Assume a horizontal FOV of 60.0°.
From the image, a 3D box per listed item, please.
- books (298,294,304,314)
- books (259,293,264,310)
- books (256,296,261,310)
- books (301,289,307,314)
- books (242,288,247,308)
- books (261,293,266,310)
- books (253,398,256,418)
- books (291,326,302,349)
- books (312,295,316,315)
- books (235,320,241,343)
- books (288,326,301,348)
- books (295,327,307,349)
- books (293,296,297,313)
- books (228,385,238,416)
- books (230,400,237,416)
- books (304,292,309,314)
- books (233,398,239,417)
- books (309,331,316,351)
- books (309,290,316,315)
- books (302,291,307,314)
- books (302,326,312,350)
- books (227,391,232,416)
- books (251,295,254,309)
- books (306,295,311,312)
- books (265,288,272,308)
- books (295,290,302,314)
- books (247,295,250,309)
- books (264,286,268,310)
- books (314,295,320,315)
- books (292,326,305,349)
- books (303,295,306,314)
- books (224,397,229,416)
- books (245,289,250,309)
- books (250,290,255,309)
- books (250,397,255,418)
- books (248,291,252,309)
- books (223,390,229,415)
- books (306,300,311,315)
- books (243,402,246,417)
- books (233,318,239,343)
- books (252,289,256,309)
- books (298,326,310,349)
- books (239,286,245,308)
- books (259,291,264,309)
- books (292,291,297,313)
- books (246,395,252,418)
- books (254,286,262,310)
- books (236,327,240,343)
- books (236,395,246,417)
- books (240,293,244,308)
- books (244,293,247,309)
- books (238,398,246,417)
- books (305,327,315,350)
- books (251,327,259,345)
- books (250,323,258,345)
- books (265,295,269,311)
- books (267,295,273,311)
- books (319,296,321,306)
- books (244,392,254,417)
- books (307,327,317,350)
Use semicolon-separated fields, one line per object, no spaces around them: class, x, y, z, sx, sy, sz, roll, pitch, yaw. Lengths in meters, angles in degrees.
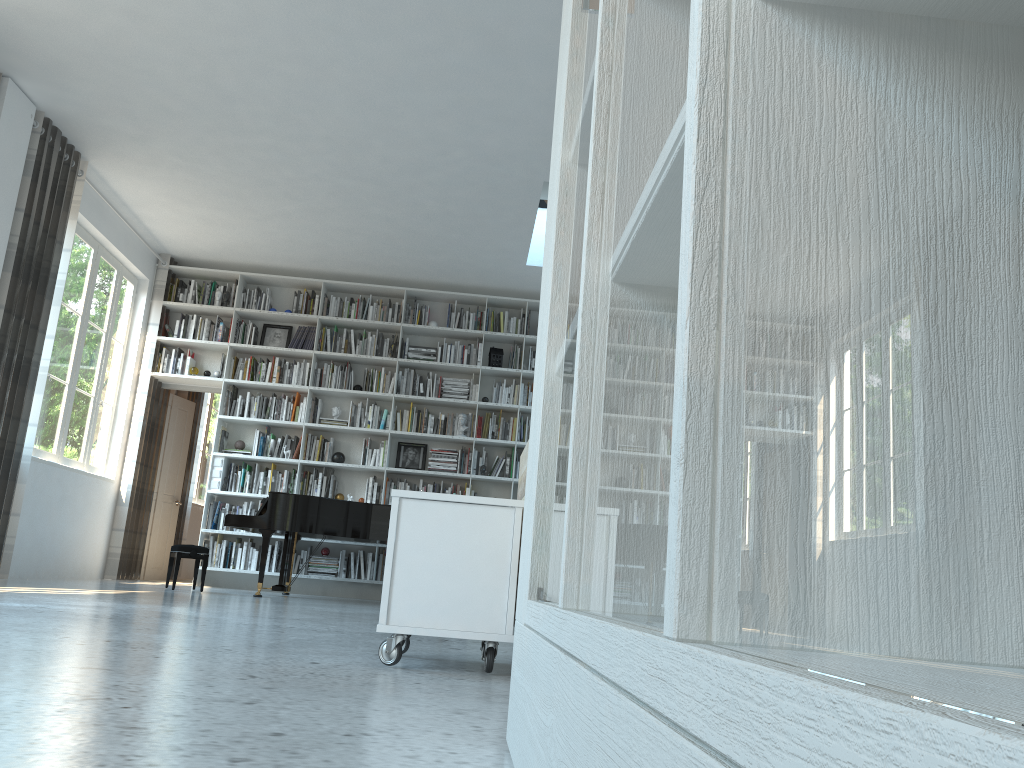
books;-2.176;-0.788;9.163;0.028;0.248;0.156;5;-12;-2
books;-2.569;-0.809;9.146;0.013;0.219;0.181;5;-12;-2
books;-2.603;-0.793;9.145;0.026;0.182;0.162;5;-12;-2
books;-2.154;-0.815;9.197;0.014;0.320;0.137;5;-12;-2
books;-2.758;-0.843;9.154;0.007;0.258;0.157;5;-12;-2
books;-2.552;-0.806;9.139;0.021;0.213;0.173;5;-12;-2
books;-2.574;0.265;8.923;0.014;0.229;0.148;5;-12;-2
books;-2.202;-0.439;9.109;0.110;0.279;0.174;5;-12;-2
books;-2.040;-0.777;9.187;0.022;0.260;0.152;5;-12;-2
books;-2.794;-0.502;9.071;0.006;0.286;0.148;5;-12;-2
books;-2.224;-0.443;9.099;0.110;0.279;0.174;5;-12;-2
books;-2.157;-0.435;9.110;0.110;0.279;0.174;5;-12;-2
books;-2.230;-0.777;9.164;0.028;0.218;0.153;5;-12;-2
books;-2.799;0.190;8.908;0.012;0.333;0.185;5;-12;-2
books;-2.781;0.268;8.900;0.037;0.181;0.189;5;-12;-2
books;-2.119;-0.795;9.168;0.011;0.273;0.184;5;-12;-2
books;-2.757;0.261;8.921;0.042;0.208;0.143;5;-12;-2
books;-2.025;-0.431;9.103;0.078;0.285;0.174;5;-12;-2
books;-2.061;-0.802;9.167;0.025;0.296;0.164;5;-12;-2
books;-2.141;-0.799;9.179;0.013;0.282;0.167;5;-12;-2
books;-2.094;-0.435;9.114;0.078;0.285;0.174;5;-12;-2
books;-2.821;0.222;8.904;0.027;0.265;0.176;5;-12;-2
books;-2.660;-0.801;9.154;0.014;0.192;0.146;5;-12;-2
books;-2.110;-0.778;9.195;0.013;0.254;0.129;5;-12;-2
books;-2.526;-0.836;9.180;0.015;0.292;0.131;5;-12;-2
books;-2.201;-0.805;9.166;0.024;0.279;0.188;5;-12;-2
books;-2.704;-0.805;9.155;0.017;0.193;0.129;5;-12;-2
books;-2.536;-0.843;9.169;0.007;0.300;0.146;5;-12;-2
books;-2.013;-0.775;9.175;0.031;0.253;0.178;5;-12;-2
books;-2.178;-0.441;9.092;0.110;0.279;0.174;5;-12;-2
books;-2.130;-0.791;9.166;0.010;0.263;0.157;5;-12;-2
books;-2.848;0.251;8.913;0.026;0.209;0.155;5;-12;-2
books;-2.716;-0.836;9.147;0.012;0.248;0.180;5;-12;-2
books;-2.672;-0.829;9.150;0.016;0.242;0.156;5;-12;-2
books;-2.606;0.260;8.942;0.049;0.242;0.139;5;-12;-2
books;-2.687;-0.822;9.143;0.013;0.224;0.177;5;-12;-2
books;-2.864;0.215;8.929;0.012;0.284;0.160;5;-12;-2
books;-2.091;-0.751;9.165;0.027;0.190;0.178;5;-12;-2
books;-2.678;0.282;8.940;0.021;0.187;0.129;5;-12;-2
books;-2.807;-0.509;9.061;0.005;0.292;0.184;5;-12;-2
books;-2.642;-0.836;9.149;0.016;0.260;0.154;5;-12;-2
books;-2.126;-0.439;9.093;0.097;0.282;0.174;5;-12;-2
books;-2.781;-0.858;9.158;0.007;0.284;0.160;5;-12;-2
books;-2.581;-0.825;9.158;0.013;0.252;0.129;5;-12;-2
books;-2.248;-0.805;9.181;0.013;0.277;0.151;5;-12;-2
books;-2.635;0.251;8.917;0.011;0.245;0.176;5;-12;-2
books;-2.618;-0.846;9.136;0.015;0.279;0.191;5;-12;-2
books;-2.787;-0.460;9.067;0.015;0.206;0.172;5;-12;-2
books;-2.724;0.247;8.910;0.022;0.235;0.177;5;-12;-2
books;-2.772;-0.819;9.142;0.017;0.203;0.142;5;-12;-2
books;-2.740;-0.818;9.149;0.032;0.209;0.158;5;-12;-2
books;-2.699;0.263;8.897;0.028;0.203;0.188;5;-12;-2
books;-2.071;-0.432;9.119;0.078;0.285;0.174;5;-12;-2
books;-2.628;-0.455;9.056;0.012;0.213;0.186;5;-12;-2
books;-2.639;-0.474;9.068;0.012;0.254;0.167;5;-12;-2
books;-2.515;-0.794;9.154;0.014;0.201;0.171;5;-12;-2
books;-2.502;-0.794;9.165;0.013;0.209;0.137;5;-12;-2
books;-1.979;-0.767;9.190;0.039;0.251;0.147;5;-12;-2
books;-2.651;0.234;8.929;0.023;0.280;0.174;5;-12;-2
books;-2.048;-0.431;9.116;0.078;0.285;0.174;5;-12;-2
